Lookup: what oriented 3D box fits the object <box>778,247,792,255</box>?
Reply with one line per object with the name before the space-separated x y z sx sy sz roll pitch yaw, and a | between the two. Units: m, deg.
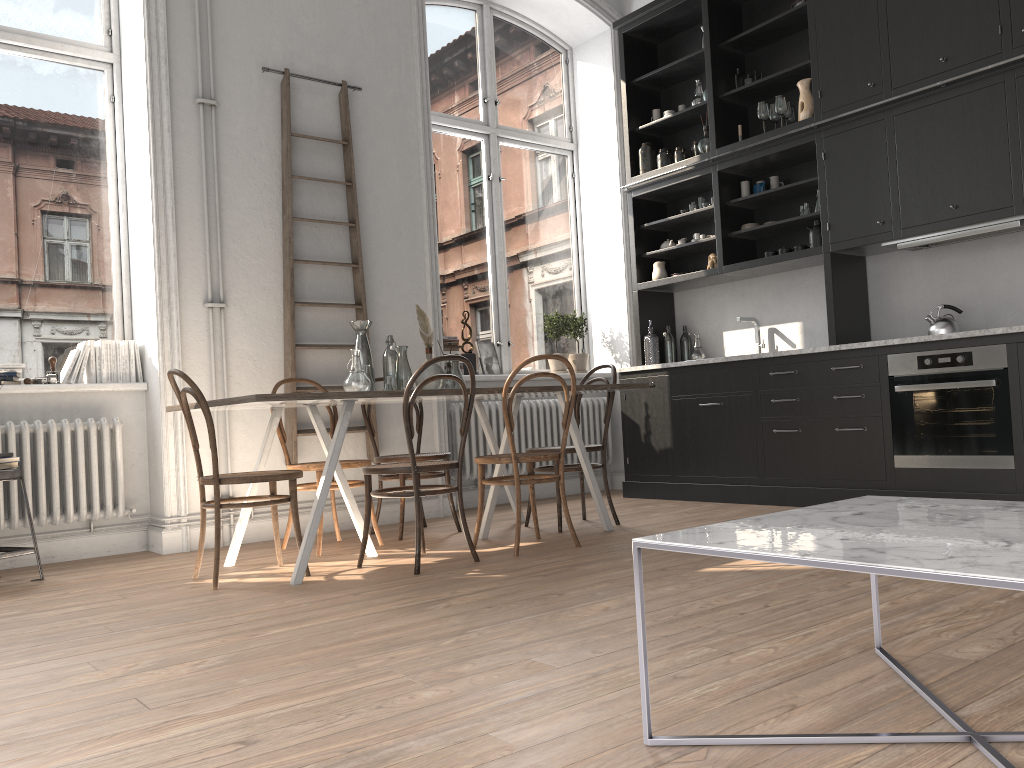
object | 1.767 -0.856 5.735 0.104 0.059 0.088 -4 -2 30

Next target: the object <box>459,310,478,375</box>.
object | -0.332 -0.302 6.531 0.122 0.488 0.102 -3 -2 -14

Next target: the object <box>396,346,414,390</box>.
object | -0.563 -0.069 4.595 0.100 0.255 0.098 -4 -2 28

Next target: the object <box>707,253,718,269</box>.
object | 1.407 -0.852 6.203 0.069 0.123 0.173 -3 -2 -6

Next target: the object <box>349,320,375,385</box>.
object | -0.756 -0.126 4.496 0.116 0.383 0.116 -2 -2 -27

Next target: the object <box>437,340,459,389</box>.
object | -0.335 -0.092 4.672 0.107 0.283 0.107 -2 -2 -43

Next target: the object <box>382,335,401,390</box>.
object | -0.608 -0.094 4.468 0.086 0.301 0.086 -4 -2 37

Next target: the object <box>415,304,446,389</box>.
object | -0.423 -0.175 4.508 0.156 0.446 0.157 -3 -2 -20

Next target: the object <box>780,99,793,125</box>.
object | 1.792 -1.739 5.792 0.083 0.221 0.083 -2 -2 -39

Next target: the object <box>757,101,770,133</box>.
object | 1.649 -1.731 5.806 0.083 0.221 0.083 -3 -2 -7

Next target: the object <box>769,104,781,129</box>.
object | 1.741 -1.734 5.857 0.083 0.221 0.083 -5 -2 44

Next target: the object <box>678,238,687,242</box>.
object | 1.250 -1.052 6.526 0.055 0.047 0.058 -2 -2 -24

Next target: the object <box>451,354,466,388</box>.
object | -0.301 -0.054 4.792 0.101 0.211 0.101 -3 -2 1

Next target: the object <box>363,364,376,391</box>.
object | -0.713 -0.019 4.379 0.083 0.158 0.083 -2 -2 -43

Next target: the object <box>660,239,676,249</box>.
object | 1.175 -1.038 6.667 0.125 0.100 0.140 -4 -2 33

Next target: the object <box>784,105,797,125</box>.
object | 1.858 -1.738 5.911 0.083 0.221 0.083 -3 -2 -7

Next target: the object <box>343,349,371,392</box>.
object | -0.736 -0.056 4.201 0.132 0.219 0.132 -5 -2 41

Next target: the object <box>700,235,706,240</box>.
object | 1.361 -1.037 6.340 0.049 0.054 0.039 -3 -2 -13

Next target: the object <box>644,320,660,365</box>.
object | 1.035 -0.304 6.580 0.109 0.349 0.109 -4 -2 33

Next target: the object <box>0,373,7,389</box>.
object | -2.460 0.137 4.149 0.154 0.383 0.163 -4 -2 25

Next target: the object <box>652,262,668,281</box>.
object | 1.103 -0.831 6.614 0.115 0.144 0.127 -4 -2 30

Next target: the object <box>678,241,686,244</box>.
object | 1.251 -1.032 6.526 0.056 0.033 0.058 -4 -2 26

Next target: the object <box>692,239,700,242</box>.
object | 1.341 -1.027 6.398 0.085 0.016 0.085 -3 -2 -7

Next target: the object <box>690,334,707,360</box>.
object | 1.375 -0.258 6.567 0.132 0.219 0.120 -2 -2 -38

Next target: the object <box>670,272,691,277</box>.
object | 1.258 -0.788 6.533 0.180 0.037 0.180 -5 -3 37

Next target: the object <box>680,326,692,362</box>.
object | 1.311 -0.289 6.680 0.086 0.301 0.086 -3 -2 7

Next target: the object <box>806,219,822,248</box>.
object | 1.939 -0.937 5.585 0.124 0.191 0.129 -3 -2 -11

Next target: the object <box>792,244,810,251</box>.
object | 1.846 -0.863 5.669 0.104 0.059 0.088 -2 -2 -30

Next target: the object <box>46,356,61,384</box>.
object | -2.462 -0.072 4.758 0.088 0.153 0.048 -4 -2 22

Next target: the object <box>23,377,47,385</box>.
object | -2.561 -0.015 4.747 0.088 0.048 0.153 -3 -2 1

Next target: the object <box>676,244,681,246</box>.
object | 1.252 -1.018 6.527 0.085 0.017 0.085 -1 -3 -43

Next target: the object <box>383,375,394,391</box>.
object | -0.605 0.005 4.342 0.058 0.094 0.058 -3 -2 -10

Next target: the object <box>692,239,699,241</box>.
object | 1.339 -1.034 6.400 0.085 0.016 0.085 -3 -2 2

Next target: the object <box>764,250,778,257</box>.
object | 1.703 -0.850 5.828 0.104 0.059 0.088 -5 -3 40

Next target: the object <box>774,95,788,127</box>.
object | 1.732 -1.739 5.704 0.083 0.221 0.083 -3 -2 8

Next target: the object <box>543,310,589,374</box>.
object | 0.437 -0.339 7.145 0.234 0.524 0.500 -5 -2 41

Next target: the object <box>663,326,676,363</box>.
object | 1.169 -0.284 6.602 0.086 0.301 0.086 -4 -2 37

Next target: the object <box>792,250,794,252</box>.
object | 1.848 -0.857 5.855 0.088 0.059 0.104 -3 -2 -10

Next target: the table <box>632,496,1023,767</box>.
table | 0.837 0.458 1.633 0.849 0.392 0.849 -2 -3 -38

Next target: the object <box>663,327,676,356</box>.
object | 1.195 -0.282 6.724 0.086 0.301 0.086 -2 -2 -24

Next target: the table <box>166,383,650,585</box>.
table | -0.442 0.440 4.506 2.200 0.779 1.100 -2 -2 -38

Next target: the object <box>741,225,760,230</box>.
object | -0.880 -0.060 4.742 5.826 1.842 0.792 -2 -2 -33

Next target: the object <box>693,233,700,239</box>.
object | 1.336 -1.058 6.405 0.039 0.055 0.049 -3 -2 -18
